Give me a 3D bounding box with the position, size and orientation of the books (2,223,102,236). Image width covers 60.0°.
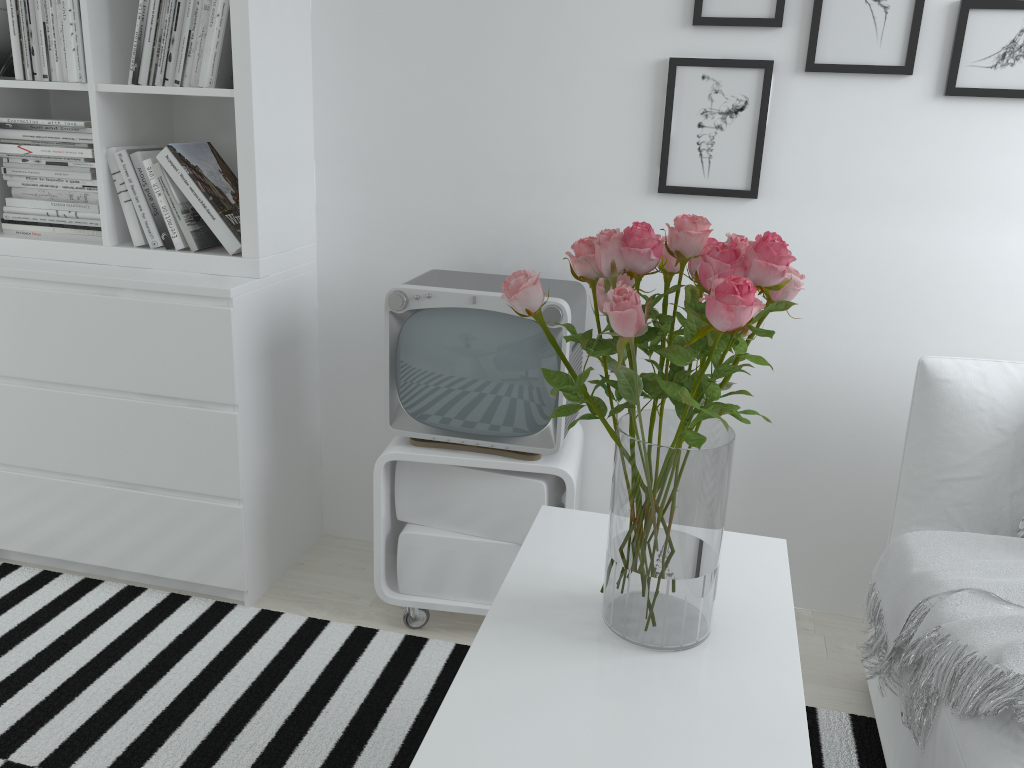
[{"bbox_3d":[-1.153,-0.428,2.384,0.308,0.014,0.232,6,17,10],"label":"books"}]

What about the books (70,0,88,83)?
[{"bbox_3d":[-0.986,-0.871,2.125,0.016,0.288,0.182,6,18,12],"label":"books"}]

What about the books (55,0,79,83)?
[{"bbox_3d":[-1.036,-0.888,2.162,0.028,0.296,0.180,6,18,12],"label":"books"}]

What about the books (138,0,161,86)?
[{"bbox_3d":[-0.810,-0.881,2.129,0.109,0.325,0.176,6,18,12],"label":"books"}]

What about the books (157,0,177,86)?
[{"bbox_3d":[-0.777,-0.839,2.124,0.078,0.249,0.161,6,18,12],"label":"books"}]

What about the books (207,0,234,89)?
[{"bbox_3d":[-0.635,-0.839,2.084,0.090,0.282,0.182,6,18,12],"label":"books"}]

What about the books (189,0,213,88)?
[{"bbox_3d":[-0.686,-0.857,2.121,0.103,0.293,0.180,6,18,12],"label":"books"}]

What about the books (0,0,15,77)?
[{"bbox_3d":[-1.240,-0.896,2.185,0.131,0.263,0.159,6,18,12],"label":"books"}]

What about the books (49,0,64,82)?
[{"bbox_3d":[-1.058,-0.888,2.168,0.016,0.288,0.182,6,18,12],"label":"books"}]

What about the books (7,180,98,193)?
[{"bbox_3d":[-1.137,-0.526,2.335,0.288,0.016,0.182,6,18,12],"label":"books"}]

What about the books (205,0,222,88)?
[{"bbox_3d":[-0.647,-0.846,2.103,0.090,0.282,0.182,6,18,12],"label":"books"}]

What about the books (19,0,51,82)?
[{"bbox_3d":[-1.134,-0.873,2.166,0.013,0.256,0.161,6,18,12],"label":"books"}]

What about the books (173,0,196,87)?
[{"bbox_3d":[-0.733,-0.842,2.123,0.085,0.258,0.167,6,18,12],"label":"books"}]

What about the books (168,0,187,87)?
[{"bbox_3d":[-0.752,-0.837,2.120,0.077,0.248,0.161,6,18,12],"label":"books"}]

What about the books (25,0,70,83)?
[{"bbox_3d":[-1.120,-0.888,2.167,0.012,0.285,0.159,6,18,12],"label":"books"}]

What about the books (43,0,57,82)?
[{"bbox_3d":[-1.073,-0.890,2.172,0.016,0.288,0.182,6,18,12],"label":"books"}]

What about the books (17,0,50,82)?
[{"bbox_3d":[-1.145,-0.876,2.178,0.013,0.254,0.161,6,18,12],"label":"books"}]

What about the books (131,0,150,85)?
[{"bbox_3d":[-0.839,-0.861,2.132,0.085,0.278,0.159,6,18,12],"label":"books"}]

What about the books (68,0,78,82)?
[{"bbox_3d":[-0.999,-0.878,2.138,0.016,0.288,0.182,6,18,12],"label":"books"}]

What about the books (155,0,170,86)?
[{"bbox_3d":[-0.781,-0.863,2.144,0.090,0.282,0.182,6,18,12],"label":"books"}]

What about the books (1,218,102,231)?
[{"bbox_3d":[-1.148,-0.442,2.387,0.312,0.012,0.251,7,18,13],"label":"books"}]

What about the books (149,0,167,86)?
[{"bbox_3d":[-0.803,-0.845,2.138,0.078,0.248,0.161,6,18,12],"label":"books"}]

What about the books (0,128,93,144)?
[{"bbox_3d":[-1.140,-0.640,2.285,0.331,0.025,0.176,6,18,12],"label":"books"}]

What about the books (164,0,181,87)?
[{"bbox_3d":[-0.758,-0.854,2.124,0.085,0.278,0.159,6,18,12],"label":"books"}]

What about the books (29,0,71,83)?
[{"bbox_3d":[-1.110,-0.870,2.163,0.012,0.254,0.161,6,18,12],"label":"books"}]

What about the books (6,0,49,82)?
[{"bbox_3d":[-1.161,-0.915,2.170,0.025,0.331,0.176,6,18,12],"label":"books"}]

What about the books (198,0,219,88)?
[{"bbox_3d":[-0.667,-0.842,2.115,0.091,0.269,0.174,6,18,12],"label":"books"}]

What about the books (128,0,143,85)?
[{"bbox_3d":[-0.856,-0.848,2.145,0.077,0.248,0.161,6,18,12],"label":"books"}]

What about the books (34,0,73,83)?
[{"bbox_3d":[-1.093,-0.875,2.167,0.017,0.263,0.167,6,18,12],"label":"books"}]

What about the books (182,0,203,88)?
[{"bbox_3d":[-0.710,-0.855,2.128,0.090,0.282,0.182,6,18,12],"label":"books"}]

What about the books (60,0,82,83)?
[{"bbox_3d":[-1.017,-0.871,2.145,0.021,0.273,0.174,6,18,12],"label":"books"}]
